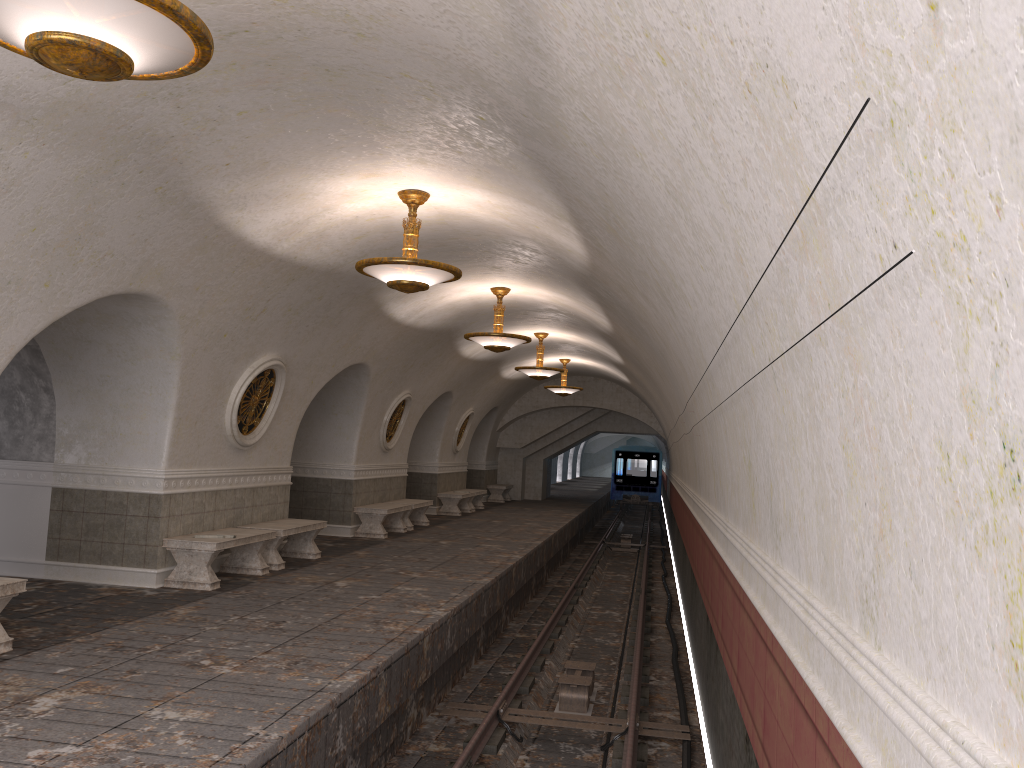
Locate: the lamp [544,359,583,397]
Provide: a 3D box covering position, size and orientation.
[{"bbox_3d":[1.331,-0.148,22.672,1.008,0.955,1.008,6,-5,-35],"label":"lamp"}]

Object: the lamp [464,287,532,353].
[{"bbox_3d":[-0.197,-0.936,13.169,1.008,0.955,1.008,1,-5,25],"label":"lamp"}]

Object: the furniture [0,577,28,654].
[{"bbox_3d":[-3.960,1.601,5.748,0.613,0.508,1.509,2,-4,9],"label":"furniture"}]

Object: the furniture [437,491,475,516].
[{"bbox_3d":[-1.379,2.930,21.799,0.613,0.508,1.509,2,-4,9],"label":"furniture"}]

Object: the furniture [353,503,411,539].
[{"bbox_3d":[-2.322,2.444,15.932,0.613,0.508,1.509,2,-4,9],"label":"furniture"}]

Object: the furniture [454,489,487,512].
[{"bbox_3d":[-1.113,3.068,23.453,0.613,0.508,1.509,2,-4,9],"label":"furniture"}]

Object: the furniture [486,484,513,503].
[{"bbox_3d":[-0.381,3.444,28.001,0.613,0.508,1.509,2,-4,9],"label":"furniture"}]

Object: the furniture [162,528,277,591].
[{"bbox_3d":[-3.275,1.954,10.007,0.613,0.508,1.509,2,-4,9],"label":"furniture"}]

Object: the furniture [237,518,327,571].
[{"bbox_3d":[-3.009,2.091,11.661,0.613,0.508,1.509,2,-4,9],"label":"furniture"}]

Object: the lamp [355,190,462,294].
[{"bbox_3d":[-0.961,-1.329,8.416,1.008,0.955,1.008,4,-4,-7],"label":"lamp"}]

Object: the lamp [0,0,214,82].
[{"bbox_3d":[-1.731,-1.726,3.631,1.008,0.955,1.008,4,-4,-7],"label":"lamp"}]

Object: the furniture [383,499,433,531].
[{"bbox_3d":[-2.056,2.582,17.586,0.613,0.508,1.509,2,-4,9],"label":"furniture"}]

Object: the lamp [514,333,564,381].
[{"bbox_3d":[0.567,-0.542,17.920,1.008,0.955,1.008,1,-5,25],"label":"lamp"}]
